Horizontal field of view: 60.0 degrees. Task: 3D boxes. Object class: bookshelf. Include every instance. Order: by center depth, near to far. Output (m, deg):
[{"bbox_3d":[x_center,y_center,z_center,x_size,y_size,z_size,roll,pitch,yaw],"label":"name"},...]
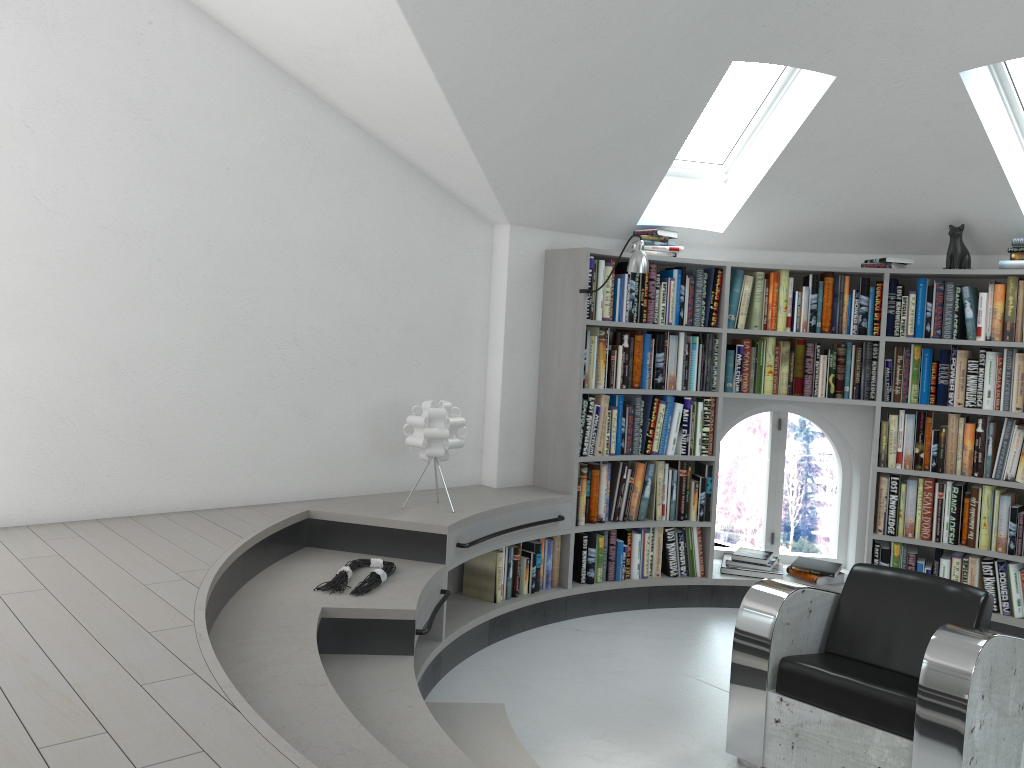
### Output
[{"bbox_3d":[2.335,0.337,4.154,2.108,1.879,4.339,1,4,-40],"label":"bookshelf"}]

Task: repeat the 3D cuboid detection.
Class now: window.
[{"bbox_3d":[2.430,-1.430,4.107,1.931,0.712,4.061,0,4,-40],"label":"window"},{"bbox_3d":[2.630,0.721,5.110,3.234,1.150,0.617,5,3,35],"label":"window"}]

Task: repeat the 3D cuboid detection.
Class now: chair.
[{"bbox_3d":[1.370,1.098,3.297,0.824,0.719,0.741,5,3,44],"label":"chair"}]

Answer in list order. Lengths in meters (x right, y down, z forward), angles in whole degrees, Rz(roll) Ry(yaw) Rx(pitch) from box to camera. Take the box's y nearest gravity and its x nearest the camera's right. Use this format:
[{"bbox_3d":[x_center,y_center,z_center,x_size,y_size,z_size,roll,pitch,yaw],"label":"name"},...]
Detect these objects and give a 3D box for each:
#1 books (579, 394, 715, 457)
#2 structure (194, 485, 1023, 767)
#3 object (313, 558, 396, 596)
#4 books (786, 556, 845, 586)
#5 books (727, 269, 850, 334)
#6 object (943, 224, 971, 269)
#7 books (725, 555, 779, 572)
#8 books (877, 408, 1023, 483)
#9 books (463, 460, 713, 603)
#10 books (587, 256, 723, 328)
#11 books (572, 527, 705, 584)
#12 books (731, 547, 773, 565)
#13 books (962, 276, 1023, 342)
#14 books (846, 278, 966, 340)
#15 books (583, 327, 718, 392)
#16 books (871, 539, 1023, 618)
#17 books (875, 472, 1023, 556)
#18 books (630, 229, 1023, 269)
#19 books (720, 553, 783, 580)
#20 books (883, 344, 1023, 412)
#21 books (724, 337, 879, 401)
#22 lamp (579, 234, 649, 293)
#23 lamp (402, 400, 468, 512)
[{"bbox_3d":[0.729,0.235,5.186,1.019,0.359,0.261,2,2,-23],"label":"books"},{"bbox_3d":[1.245,1.098,3.282,4.709,0.692,4.714,3,3,5],"label":"structure"},{"bbox_3d":[-0.619,0.789,3.644,0.218,0.082,0.473,4,3,12],"label":"object"},{"bbox_3d":[1.844,1.137,5.379,0.291,0.099,0.318,1,4,-39],"label":"books"},{"bbox_3d":[1.642,-0.497,5.375,0.793,0.373,0.269,3,2,3],"label":"books"},{"bbox_3d":[2.558,-0.773,5.051,0.202,0.265,0.147,1,3,-44],"label":"object"},{"bbox_3d":[1.497,1.102,5.522,0.269,0.031,0.286,5,4,26],"label":"books"},{"bbox_3d":[2.605,0.344,5.016,0.998,0.351,0.297,5,3,33],"label":"books"},{"bbox_3d":[0.464,0.781,5.084,1.640,0.695,0.391,1,3,-30],"label":"books"},{"bbox_3d":[0.765,-0.530,5.196,1.032,0.361,0.301,2,3,-24],"label":"books"},{"bbox_3d":[0.731,0.977,5.263,0.918,0.319,0.283,2,3,-22],"label":"books"},{"bbox_3d":[1.499,1.071,5.521,0.213,0.036,0.226,5,4,26],"label":"books"},{"bbox_3d":[3.092,-0.370,4.498,0.393,0.366,1.568,1,4,-35],"label":"books"},{"bbox_3d":[2.307,-0.443,5.229,0.683,0.346,0.265,4,3,26],"label":"books"},{"bbox_3d":[0.755,-0.144,5.226,1.087,0.347,0.303,2,3,-25],"label":"books"},{"bbox_3d":[2.561,1.093,5.036,1.020,0.306,0.287,5,3,34],"label":"books"},{"bbox_3d":[2.597,0.731,5.019,1.033,0.357,0.292,5,3,35],"label":"books"},{"bbox_3d":[2.103,-0.753,5.036,2.816,0.173,0.748,4,3,20],"label":"books"},{"bbox_3d":[1.495,1.136,5.523,0.366,0.042,0.388,4,3,16],"label":"books"},{"bbox_3d":[2.650,-0.035,5.040,1.029,0.359,0.300,5,3,35],"label":"books"},{"bbox_3d":[2.378,-0.040,5.001,2.531,0.370,0.591,5,3,30],"label":"books"},{"bbox_3d":[0.558,-0.639,4.745,0.116,0.312,0.414,1,3,-43],"label":"lamp"},{"bbox_3d":[-0.380,0.343,4.327,0.306,0.524,0.305,5,3,38],"label":"lamp"}]
